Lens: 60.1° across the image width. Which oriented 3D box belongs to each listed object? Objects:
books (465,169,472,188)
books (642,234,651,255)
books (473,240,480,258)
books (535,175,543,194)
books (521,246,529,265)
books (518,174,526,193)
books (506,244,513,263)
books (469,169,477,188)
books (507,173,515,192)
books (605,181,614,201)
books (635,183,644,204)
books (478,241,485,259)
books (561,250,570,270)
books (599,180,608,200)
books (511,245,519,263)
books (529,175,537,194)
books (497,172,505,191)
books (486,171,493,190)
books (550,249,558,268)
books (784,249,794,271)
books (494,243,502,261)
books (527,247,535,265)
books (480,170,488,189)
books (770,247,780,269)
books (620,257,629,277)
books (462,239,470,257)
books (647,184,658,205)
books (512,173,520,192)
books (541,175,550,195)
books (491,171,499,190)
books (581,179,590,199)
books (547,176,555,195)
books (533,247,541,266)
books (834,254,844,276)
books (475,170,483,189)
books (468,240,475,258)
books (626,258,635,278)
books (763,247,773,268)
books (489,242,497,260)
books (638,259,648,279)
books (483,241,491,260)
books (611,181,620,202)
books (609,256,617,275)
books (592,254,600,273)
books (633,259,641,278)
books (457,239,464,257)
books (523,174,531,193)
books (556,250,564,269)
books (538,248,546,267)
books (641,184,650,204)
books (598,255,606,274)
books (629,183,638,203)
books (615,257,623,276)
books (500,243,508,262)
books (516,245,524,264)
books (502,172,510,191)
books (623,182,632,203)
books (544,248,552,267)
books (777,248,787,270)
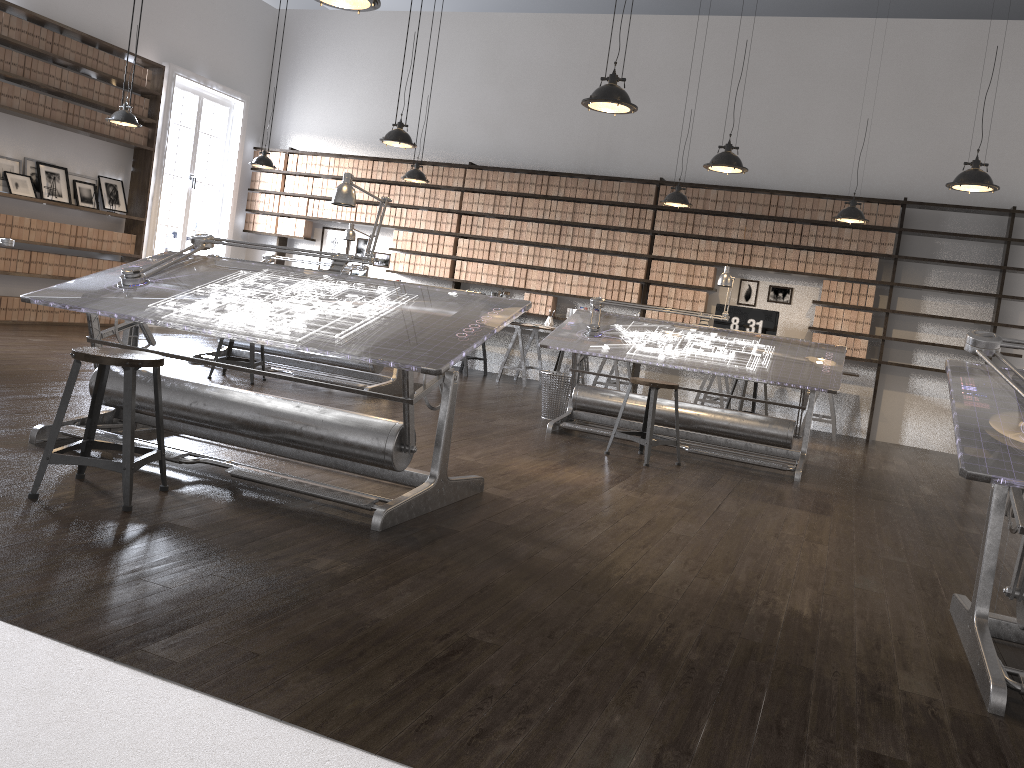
[{"bbox_3d":[-0.492,-2.451,10.628,0.067,0.225,0.174,9,4,20],"label":"books"},{"bbox_3d":[1.508,-1.540,9.853,0.067,0.225,0.174,9,4,21],"label":"books"},{"bbox_3d":[-0.396,-1.595,10.581,0.067,0.225,0.174,9,4,20],"label":"books"},{"bbox_3d":[0.340,-2.304,10.311,0.067,0.225,0.174,9,4,20],"label":"books"},{"bbox_3d":[0.181,-1.493,10.358,0.067,0.225,0.174,9,4,20],"label":"books"},{"bbox_3d":[0.143,-2.339,10.386,0.067,0.225,0.174,9,4,21],"label":"books"},{"bbox_3d":[0.000,-1.525,10.430,0.067,0.225,0.174,9,4,20],"label":"books"},{"bbox_3d":[-0.436,-2.440,10.602,0.067,0.225,0.174,9,4,21],"label":"books"},{"bbox_3d":[0.019,-2.361,10.432,0.067,0.225,0.174,9,4,21],"label":"books"},{"bbox_3d":[1.124,-2.166,10.008,0.067,0.225,0.174,9,4,20],"label":"books"},{"bbox_3d":[1.438,-2.111,9.888,0.067,0.225,0.174,9,4,20],"label":"books"},{"bbox_3d":[-0.334,-1.584,10.560,0.067,0.225,0.174,9,4,21],"label":"books"},{"bbox_3d":[0.634,-1.413,10.184,0.067,0.225,0.174,9,4,21],"label":"books"},{"bbox_3d":[1.060,-2.178,10.034,0.067,0.225,0.174,9,4,20],"label":"books"},{"bbox_3d":[0.060,-1.514,10.401,0.067,0.225,0.174,9,4,21],"label":"books"},{"bbox_3d":[0.273,-2.316,10.332,0.067,0.225,0.174,9,4,20],"label":"books"},{"bbox_3d":[-0.107,-2.383,10.477,0.067,0.225,0.174,9,4,20],"label":"books"},{"bbox_3d":[-0.235,-2.406,10.532,0.067,0.225,0.174,9,4,21],"label":"books"},{"bbox_3d":[0.507,-1.435,10.229,0.067,0.225,0.174,9,4,21],"label":"books"},{"bbox_3d":[2.917,-1.297,9.310,0.067,0.225,0.174,9,4,21],"label":"books"},{"bbox_3d":[-0.133,-1.548,10.477,0.067,0.225,0.174,9,4,21],"label":"books"},{"bbox_3d":[0.247,-1.481,10.330,0.067,0.225,0.174,9,4,21],"label":"books"},{"bbox_3d":[-0.301,-2.417,10.553,0.067,0.225,0.174,9,4,20],"label":"books"},{"bbox_3d":[2.785,-1.321,9.364,0.067,0.225,0.174,9,4,21],"label":"books"},{"bbox_3d":[1.281,-1.299,9.933,0.067,0.225,0.174,9,4,20],"label":"books"},{"bbox_3d":[-0.522,-1.617,10.625,0.067,0.225,0.174,9,4,20],"label":"books"},{"bbox_3d":[1.567,-2.088,9.834,0.067,0.225,0.174,9,4,21],"label":"books"},{"bbox_3d":[0.079,-2.350,10.404,0.067,0.225,0.174,9,4,20],"label":"books"},{"bbox_3d":[0.407,-2.292,10.279,0.067,0.225,0.174,9,4,21],"label":"books"},{"bbox_3d":[-0.171,-2.394,10.506,0.067,0.225,0.174,9,4,21],"label":"books"},{"bbox_3d":[0.859,-2.212,10.104,0.067,0.225,0.174,9,4,20],"label":"books"},{"bbox_3d":[0.478,-2.280,10.258,0.067,0.225,0.174,9,4,20],"label":"books"},{"bbox_3d":[0.313,-1.470,10.309,0.067,0.225,0.174,9,4,20],"label":"books"},{"bbox_3d":[3.370,-1.217,9.135,0.067,0.225,0.174,9,4,20],"label":"books"},{"bbox_3d":[-0.369,-2.429,10.576,0.067,0.225,0.174,9,4,20],"label":"books"},{"bbox_3d":[-0.456,-1.605,10.599,0.067,0.225,0.174,9,4,21],"label":"books"},{"bbox_3d":[1.347,-1.288,9.911,0.067,0.225,0.174,9,4,21],"label":"books"},{"bbox_3d":[2.719,-1.332,9.385,0.067,0.225,0.174,9,4,20],"label":"books"},{"bbox_3d":[-0.197,-1.560,10.507,0.067,0.225,0.174,9,4,21],"label":"books"},{"bbox_3d":[1.470,-1.265,9.859,0.067,0.225,0.174,9,4,21],"label":"books"},{"bbox_3d":[-0.268,-1.572,10.528,0.067,0.225,0.174,9,4,20],"label":"books"},{"bbox_3d":[1.187,-2.155,9.979,0.067,0.225,0.174,9,4,21],"label":"books"},{"bbox_3d":[1.162,-1.320,9.982,0.067,0.225,0.174,9,4,21],"label":"books"},{"bbox_3d":[0.973,-1.353,10.056,0.067,0.225,0.174,9,4,21],"label":"books"},{"bbox_3d":[1.412,-1.276,9.888,0.067,0.225,0.174,9,4,21],"label":"books"},{"bbox_3d":[-0.588,-1.629,10.654,0.067,0.225,0.174,9,4,20],"label":"books"},{"bbox_3d":[0.209,-2.328,10.361,0.067,0.225,0.174,9,4,21],"label":"books"},{"bbox_3d":[0.574,-1.423,10.203,0.067,0.225,0.174,9,4,20],"label":"books"},{"bbox_3d":[0.378,-1.458,10.286,0.067,0.225,0.174,9,4,20],"label":"books"},{"bbox_3d":[1.503,-2.099,9.863,0.067,0.225,0.174,9,4,20],"label":"books"},{"bbox_3d":[1.039,-1.342,10.031,0.067,0.225,0.174,9,4,21],"label":"books"},{"bbox_3d":[1.373,-2.122,9.906,0.067,0.225,0.174,9,4,21],"label":"books"},{"bbox_3d":[1.220,-1.310,9.958,0.067,0.225,0.174,9,4,21],"label":"books"},{"bbox_3d":[-0.066,-1.537,10.456,0.067,0.225,0.174,9,4,20],"label":"books"},{"bbox_3d":[0.123,-1.503,10.382,0.067,0.225,0.174,9,4,20],"label":"books"},{"bbox_3d":[-0.040,-2.371,10.453,0.067,0.225,0.174,9,4,21],"label":"books"},{"bbox_3d":[1.313,-2.133,9.934,0.067,0.225,0.174,9,4,20],"label":"books"},{"bbox_3d":[0.441,-1.447,10.258,0.067,0.225,0.174,9,4,21],"label":"books"},{"bbox_3d":[2.848,-1.310,9.337,0.067,0.225,0.174,9,4,21],"label":"books"}]
